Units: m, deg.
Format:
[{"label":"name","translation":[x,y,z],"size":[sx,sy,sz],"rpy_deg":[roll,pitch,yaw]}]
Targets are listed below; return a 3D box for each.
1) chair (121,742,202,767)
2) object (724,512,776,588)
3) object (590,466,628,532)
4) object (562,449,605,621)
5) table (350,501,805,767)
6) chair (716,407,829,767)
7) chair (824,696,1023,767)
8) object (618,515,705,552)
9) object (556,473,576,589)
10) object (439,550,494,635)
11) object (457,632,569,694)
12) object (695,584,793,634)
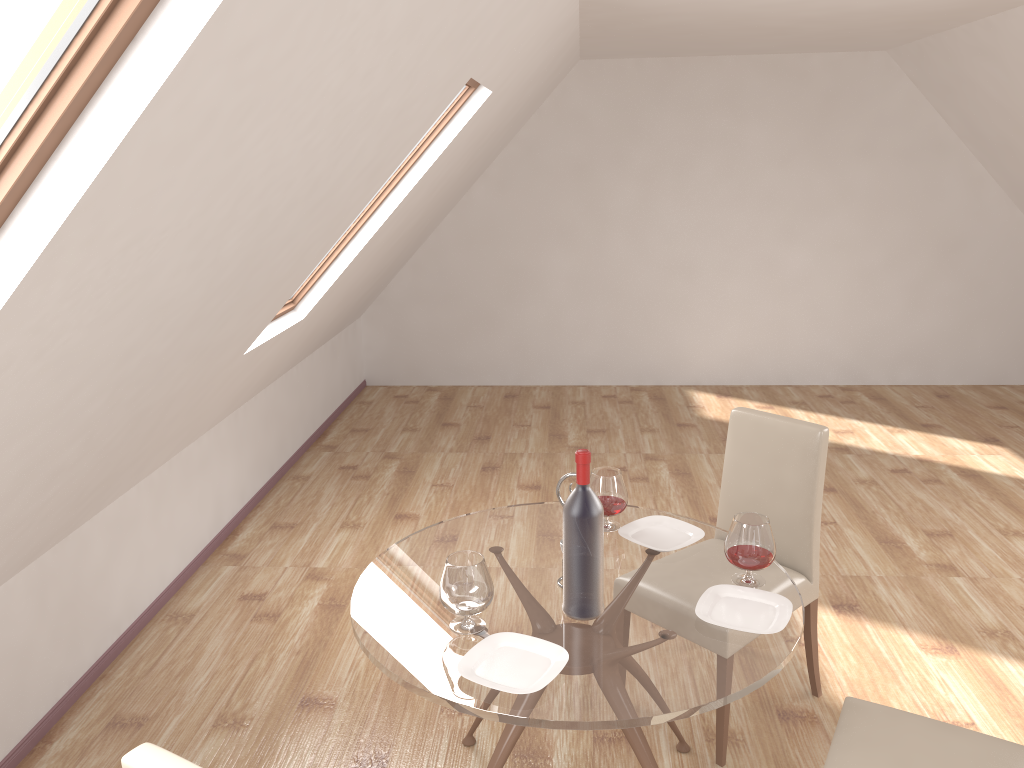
[{"label":"chair","translation":[-0.301,1.025,1.698],"size":[0.477,0.999,0.618],"rpy_deg":[8,17,31]},{"label":"object","translation":[0.643,0.448,2.396],"size":[0.136,0.183,0.136],"rpy_deg":[-6,15,-16]},{"label":"object","translation":[0.294,0.359,2.768],"size":[0.136,0.183,0.136],"rpy_deg":[-6,15,-16]},{"label":"object","translation":[0.178,0.373,2.216],"size":[0.109,0.435,0.109],"rpy_deg":[-1,15,0]},{"label":"table","translation":[0.175,0.920,2.513],"size":[1.198,0.770,1.198],"rpy_deg":[6,16,25]},{"label":"chair","translation":[0.734,0.648,3.063],"size":[0.618,0.999,0.477],"rpy_deg":[-13,19,-39]},{"label":"chair","translation":[1.054,0.906,2.046],"size":[0.618,0.999,0.477],"rpy_deg":[7,17,28]},{"label":"object","translation":[0.453,0.459,2.690],"size":[0.228,0.020,0.228],"rpy_deg":[-13,19,-39]},{"label":"object","translation":[0.166,0.390,2.377],"size":[0.086,0.322,0.096],"rpy_deg":[-10,17,-31]},{"label":"object","translation":[-0.113,0.516,2.198],"size":[0.136,0.183,0.136],"rpy_deg":[7,17,30]},{"label":"object","translation":[0.004,0.642,2.025],"size":[0.228,0.020,0.228],"rpy_deg":[7,17,29]},{"label":"object","translation":[0.585,0.574,2.238],"size":[0.228,0.020,0.228],"rpy_deg":[6,16,26]}]
